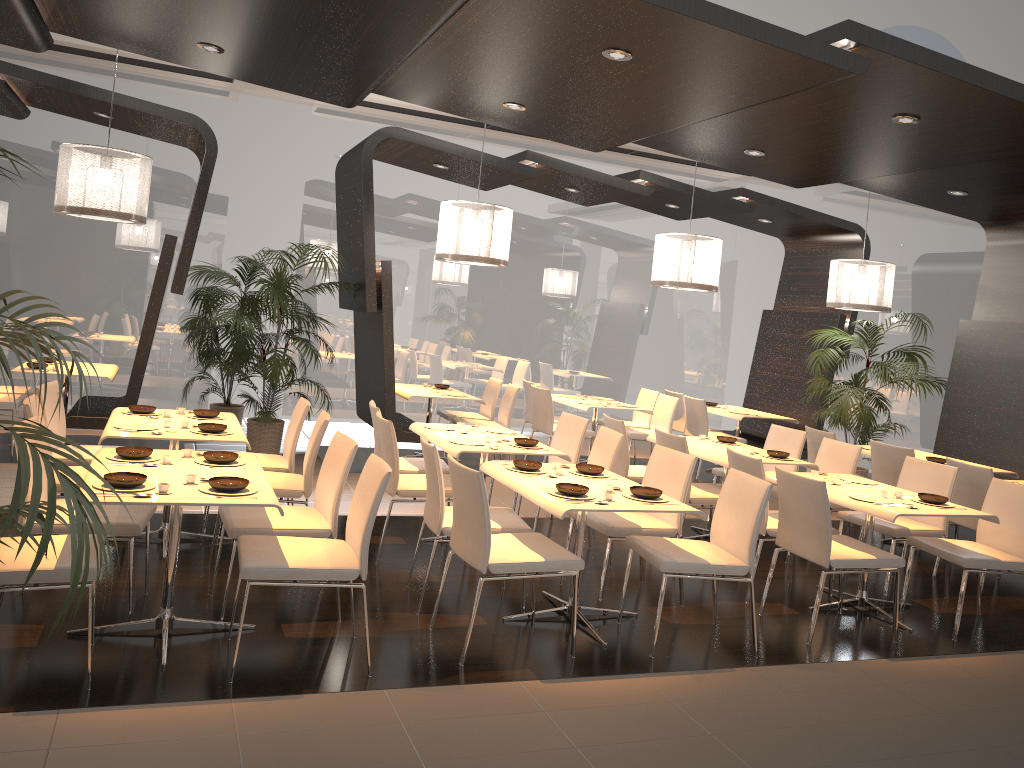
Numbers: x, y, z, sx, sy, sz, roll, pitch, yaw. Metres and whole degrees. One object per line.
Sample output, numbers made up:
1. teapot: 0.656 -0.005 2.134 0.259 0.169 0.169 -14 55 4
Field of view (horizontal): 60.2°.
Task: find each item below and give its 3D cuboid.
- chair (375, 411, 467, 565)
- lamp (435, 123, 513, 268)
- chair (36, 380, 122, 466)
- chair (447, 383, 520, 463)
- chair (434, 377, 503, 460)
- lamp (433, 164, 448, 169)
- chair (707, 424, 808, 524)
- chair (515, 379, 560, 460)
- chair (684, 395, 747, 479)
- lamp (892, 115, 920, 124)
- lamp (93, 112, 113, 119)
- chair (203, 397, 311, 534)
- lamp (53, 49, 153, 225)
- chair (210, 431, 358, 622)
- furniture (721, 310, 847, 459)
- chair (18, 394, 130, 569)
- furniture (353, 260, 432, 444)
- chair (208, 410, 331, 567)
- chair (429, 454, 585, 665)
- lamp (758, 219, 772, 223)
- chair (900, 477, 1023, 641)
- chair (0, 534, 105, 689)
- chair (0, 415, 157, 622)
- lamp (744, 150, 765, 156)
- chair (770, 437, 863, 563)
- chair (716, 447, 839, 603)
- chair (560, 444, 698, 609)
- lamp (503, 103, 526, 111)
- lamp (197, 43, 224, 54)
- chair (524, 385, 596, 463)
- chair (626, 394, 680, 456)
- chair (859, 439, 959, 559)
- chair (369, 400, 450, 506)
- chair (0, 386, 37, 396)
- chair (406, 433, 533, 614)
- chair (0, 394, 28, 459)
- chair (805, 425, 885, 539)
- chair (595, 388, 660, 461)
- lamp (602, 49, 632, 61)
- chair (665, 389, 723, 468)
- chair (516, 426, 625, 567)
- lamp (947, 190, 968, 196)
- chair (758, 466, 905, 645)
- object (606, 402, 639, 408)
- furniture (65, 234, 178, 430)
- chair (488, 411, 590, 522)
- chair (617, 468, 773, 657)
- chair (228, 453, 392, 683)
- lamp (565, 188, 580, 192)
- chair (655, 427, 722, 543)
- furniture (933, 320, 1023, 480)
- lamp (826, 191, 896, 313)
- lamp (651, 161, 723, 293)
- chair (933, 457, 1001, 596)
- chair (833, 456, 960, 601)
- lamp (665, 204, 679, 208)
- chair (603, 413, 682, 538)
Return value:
1. chair: -0.598 0.652 5.662 0.604 0.869 0.485 5 1 -19
2. lamp: -0.253 -1.996 7.599 0.627 1.930 0.626 6 0 7
3. chair: -2.670 0.452 5.550 0.604 0.869 0.485 5 1 -14
4. chair: -0.275 0.426 8.936 0.604 0.869 0.485 5 1 -14
5. chair: -0.464 0.361 9.544 0.604 0.874 0.485 5 1 -19
6. lamp: -0.726 -2.235 9.019 0.160 0.054 0.161 5 4 -16
7. chair: 2.057 0.784 7.367 0.603 0.869 0.486 5 1 -24
8. chair: 0.399 0.415 9.936 0.604 0.869 0.485 5 1 -14
9. chair: 2.246 0.602 9.949 0.604 0.874 0.485 5 1 -19
10. lamp: 2.421 -1.637 5.432 0.161 0.050 0.162 5 4 -16
11. lamp: -3.643 -2.412 7.882 0.160 0.056 0.162 4 4 -27
12. chair: -1.688 0.527 5.856 0.604 0.869 0.485 5 1 -19
13. lamp: -2.950 -2.185 6.547 0.629 1.930 0.624 6 1 41
14. chair: -1.139 0.695 4.454 0.603 0.874 0.486 5 1 -24
15. furniture: 3.130 -0.063 10.588 0.755 1.674 1.408 5 2 -22
16. chair: -2.411 0.529 4.908 0.603 0.869 0.486 5 1 -24
17. furniture: -1.187 -0.365 8.905 0.755 1.674 1.408 5 2 -22
18. chair: -1.434 0.597 5.282 0.604 0.869 0.485 5 1 -14
19. chair: -0.027 0.818 4.285 0.603 0.869 0.486 5 1 -24
20. lamp: 3.000 -1.948 10.473 0.160 0.056 0.162 4 4 -27
21. chair: 2.787 1.023 5.304 0.604 0.874 0.485 5 1 -14
22. chair: -1.938 0.689 3.478 0.603 0.869 0.486 5 1 -24
23. chair: -2.034 0.625 4.173 0.604 0.869 0.485 5 1 -14
24. lamp: 1.877 -1.803 6.840 0.161 0.050 0.162 5 4 -16
25. chair: 2.241 0.856 6.695 0.604 0.869 0.485 5 1 -19
26. chair: 1.668 0.886 5.608 0.604 0.874 0.485 5 1 -14
27. chair: 0.701 0.818 5.233 0.603 0.874 0.486 5 1 -24
28. lamp: 0.018 -1.933 6.115 0.160 0.050 0.161 4 5 -27
29. lamp: -1.836 -2.062 5.392 0.160 0.050 0.161 4 5 -27
30. chair: 0.495 0.482 9.240 0.603 0.874 0.486 5 1 -24
31. chair: 1.439 0.544 9.625 0.604 0.869 0.485 5 1 -19
32. chair: 3.199 0.923 7.094 0.603 0.874 0.486 5 1 -24
33. chair: -0.746 0.589 6.261 0.604 0.869 0.485 5 1 -14
34. chair: -4.510 0.074 7.996 0.604 0.869 0.485 5 1 -19
35. chair: -0.237 0.752 4.847 0.604 0.869 0.485 5 1 -14
36. chair: -4.397 0.136 7.359 0.604 0.869 0.485 5 1 -19
37. chair: 2.864 0.844 7.673 0.604 0.874 0.485 5 1 -14
38. chair: 1.327 0.485 10.262 0.604 0.874 0.485 5 1 -19
39. lamp: 0.561 -1.767 4.707 0.161 0.050 0.162 5 4 -16
40. chair: 2.133 0.538 10.587 0.604 0.869 0.485 5 1 -19
41. chair: 0.384 0.729 5.968 0.604 0.874 0.485 5 1 -14
42. lamp: 3.835 -1.657 7.604 0.161 0.050 0.162 5 4 -16
43. chair: 1.805 0.948 4.998 0.604 0.874 0.485 5 1 -19
44. object: 1.188 0.216 9.577 0.334 0.038 0.379 3 5 -32
45. furniture: -3.513 -0.527 7.998 0.755 1.674 1.408 5 2 -22
46. chair: 0.201 0.655 6.639 0.603 0.869 0.486 5 1 -24
47. chair: 0.956 0.892 4.590 0.604 0.869 0.485 5 1 -14
48. chair: -0.885 0.765 3.880 0.604 0.874 0.485 5 1 -19
49. lamp: 0.652 -2.112 9.557 0.160 0.056 0.162 4 4 -27
50. chair: 1.328 0.793 6.356 0.604 0.874 0.485 5 1 -19
51. furniture: 4.519 0.350 7.119 0.755 1.673 2.915 5 3 -22
52. lamp: 3.669 -1.722 9.128 0.627 1.930 0.626 6 0 11
53. lamp: 1.724 -1.858 8.369 0.627 1.930 0.626 6 0 7
54. chair: 3.433 1.007 6.295 0.604 0.869 0.485 5 1 -14
55. chair: 2.604 0.951 5.975 0.603 0.874 0.486 5 1 -24
56. lamp: 1.817 -2.030 10.012 0.160 0.056 0.162 4 4 -27
57. chair: 1.004 0.710 6.964 0.604 0.869 0.485 5 1 -14
